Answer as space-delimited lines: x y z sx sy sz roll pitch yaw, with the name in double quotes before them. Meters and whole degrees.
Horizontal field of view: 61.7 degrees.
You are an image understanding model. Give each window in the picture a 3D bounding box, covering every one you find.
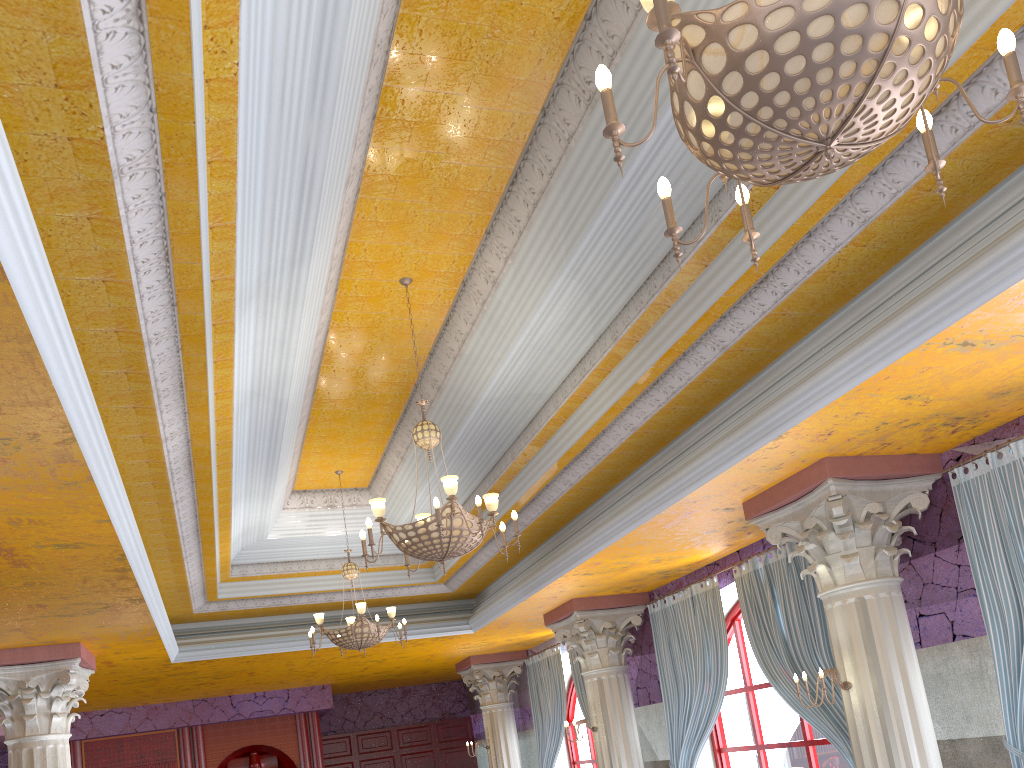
"window" 1.569 5.391 13.491 0.159 2.407 3.825 -5 -19 -21
"window" 3.044 3.279 9.061 0.159 2.407 3.825 -5 -19 -21

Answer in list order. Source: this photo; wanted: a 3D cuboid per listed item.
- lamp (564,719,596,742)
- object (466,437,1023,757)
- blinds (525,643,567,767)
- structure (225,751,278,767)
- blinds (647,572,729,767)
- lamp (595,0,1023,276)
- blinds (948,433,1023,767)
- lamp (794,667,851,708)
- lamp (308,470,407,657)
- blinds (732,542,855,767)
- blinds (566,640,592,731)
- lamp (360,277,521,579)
"lamp" 0.849 4.359 10.782 0.382 0.259 0.362 3 -22 -31
"object" 3.269 2.310 6.272 2.080 3.408 31.307 -4 -23 -20
"blinds" 0.716 6.118 14.127 0.243 3.342 1.811 -6 -13 -19
"structure" -4.721 7.664 15.754 0.958 1.754 0.680 -4 -12 -20
"blinds" 2.172 4.032 9.753 0.243 3.342 1.811 -6 -13 -19
"lamp" 0.626 -1.546 2.263 0.983 2.067 0.986 -14 -13 24
"blinds" 3.662 1.897 5.277 0.243 3.342 1.811 -6 -13 -19
"lamp" 2.315 2.260 6.380 0.382 0.259 0.362 3 -22 -31
"lamp" -1.835 1.979 9.654 0.983 2.067 0.986 -14 -13 24
"blinds" 2.795 3.140 7.883 0.243 3.342 1.811 -5 -13 -22
"blinds" 1.338 5.226 12.257 0.243 3.342 1.811 -5 -13 -22
"lamp" -0.614 0.231 5.988 0.983 2.067 0.986 -14 -13 24
